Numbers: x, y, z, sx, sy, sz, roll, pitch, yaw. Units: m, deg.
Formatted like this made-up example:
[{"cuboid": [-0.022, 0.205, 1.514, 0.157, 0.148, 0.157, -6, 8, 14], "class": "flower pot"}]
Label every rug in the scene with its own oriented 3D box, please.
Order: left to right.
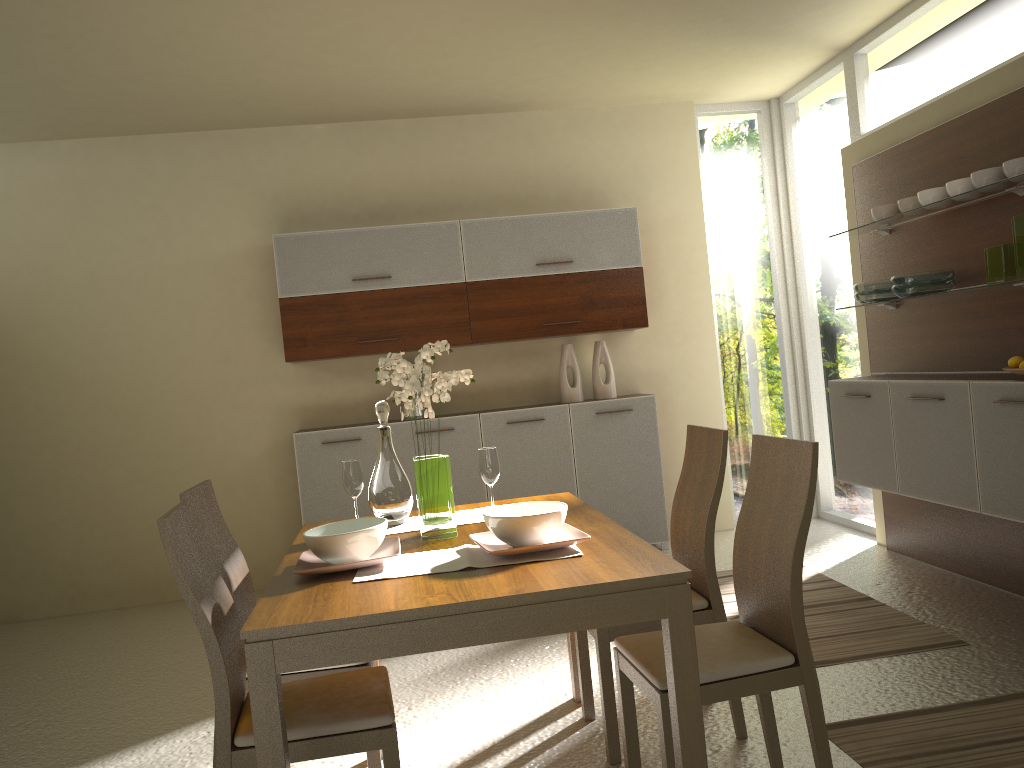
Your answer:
[{"cuboid": [1.322, 1.078, 4.301, 0.842, 0.007, 1.613, -6, 1, -7], "class": "rug"}, {"cuboid": [1.524, 1.101, 2.211, 0.843, 0.010, 1.613, -6, 1, -7], "class": "rug"}]

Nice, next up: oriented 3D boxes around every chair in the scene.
[{"cuboid": [-0.706, 0.802, 2.839, 0.507, 1.017, 0.404, -6, 1, -7], "class": "chair"}, {"cuboid": [-0.576, 0.799, 2.328, 0.507, 1.017, 0.404, -6, 1, -11], "class": "chair"}, {"cuboid": [0.482, 0.679, 3.043, 0.507, 1.017, 0.404, -6, 1, -8], "class": "chair"}, {"cuboid": [0.574, 0.682, 2.459, 0.507, 1.017, 0.404, -6, 1, -10], "class": "chair"}]

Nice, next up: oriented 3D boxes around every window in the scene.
[{"cuboid": [-0.600, -0.219, 3.775, 6.429, 3.000, 4.466, -6, 1, -10], "class": "window"}]

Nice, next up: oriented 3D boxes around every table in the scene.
[{"cuboid": [-0.140, 0.863, 2.654, 1.000, 0.790, 1.411, -6, 1, -8], "class": "table"}]

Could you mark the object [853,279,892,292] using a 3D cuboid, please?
[{"cuboid": [1.953, -0.508, 4.675, 0.288, 0.068, 0.288, -5, 1, 41], "class": "object"}]

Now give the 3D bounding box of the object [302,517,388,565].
[{"cuboid": [-0.455, 0.441, 2.448, 0.232, 0.107, 0.233, -6, 1, 4], "class": "object"}]

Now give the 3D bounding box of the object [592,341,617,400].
[{"cuboid": [0.602, -0.095, 5.900, 0.153, 0.384, 0.153, -5, 1, 26], "class": "object"}]

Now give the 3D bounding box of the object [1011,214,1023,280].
[{"cuboid": [2.098, -0.557, 3.571, 0.099, 0.259, 0.099, -6, 1, -8], "class": "object"}]

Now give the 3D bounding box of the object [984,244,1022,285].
[{"cuboid": [2.089, -0.507, 3.752, 0.111, 0.160, 0.112, -6, 1, -8], "class": "object"}]

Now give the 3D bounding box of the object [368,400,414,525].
[{"cuboid": [-0.428, 0.267, 3.050, 0.156, 0.426, 0.156, -5, 1, 34], "class": "object"}]

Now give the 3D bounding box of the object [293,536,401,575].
[{"cuboid": [-0.448, 0.481, 2.449, 0.283, 0.041, 0.283, -6, 1, -8], "class": "object"}]

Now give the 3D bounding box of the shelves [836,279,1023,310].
[{"cuboid": [2.115, -0.425, 3.792, 0.255, 0.008, 2.463, -6, 1, -8], "class": "shelves"}]

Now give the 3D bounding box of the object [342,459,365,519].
[{"cuboid": [-0.537, 0.376, 3.026, 0.075, 0.232, 0.075, -5, 1, 41], "class": "object"}]

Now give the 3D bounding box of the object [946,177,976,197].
[{"cuboid": [2.038, -0.875, 3.978, 0.163, 0.077, 0.163, -5, 1, 34], "class": "object"}]

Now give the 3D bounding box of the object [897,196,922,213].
[{"cuboid": [1.993, -0.878, 4.376, 0.163, 0.077, 0.163, -5, 1, 41], "class": "object"}]

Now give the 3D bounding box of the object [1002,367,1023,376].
[{"cuboid": [2.135, -0.051, 3.509, 0.337, 0.053, 0.337, -5, 1, 24], "class": "object"}]

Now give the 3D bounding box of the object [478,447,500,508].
[{"cuboid": [-0.073, 0.333, 3.016, 0.075, 0.232, 0.075, -5, 1, 41], "class": "object"}]

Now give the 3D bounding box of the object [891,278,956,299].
[{"cuboid": [2.009, -0.464, 4.332, 0.288, 0.068, 0.288, -5, 1, 41], "class": "object"}]

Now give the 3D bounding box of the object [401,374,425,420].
[{"cuboid": [-0.634, 0.072, 5.723, 0.181, 0.305, 0.150, -6, 1, -1], "class": "object"}]

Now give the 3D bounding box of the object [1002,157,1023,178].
[{"cuboid": [2.085, -0.872, 3.598, 0.163, 0.077, 0.163, -5, 1, 41], "class": "object"}]

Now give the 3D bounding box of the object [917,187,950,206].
[{"cuboid": [1.999, -0.875, 4.174, 0.163, 0.077, 0.163, -5, 1, 41], "class": "object"}]

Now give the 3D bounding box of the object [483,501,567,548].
[{"cuboid": [0.040, 0.390, 2.423, 0.233, 0.101, 0.233, -6, 1, -19], "class": "object"}]

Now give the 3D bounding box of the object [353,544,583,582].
[{"cuboid": [-0.120, 0.464, 2.390, 0.589, 0.010, 0.287, -6, 1, -4], "class": "object"}]

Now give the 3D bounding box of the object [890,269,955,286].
[{"cuboid": [2.005, -0.506, 4.331, 0.288, 0.068, 0.288, -5, 1, 41], "class": "object"}]

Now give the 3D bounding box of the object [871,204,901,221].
[{"cuboid": [1.943, -0.877, 4.576, 0.163, 0.077, 0.163, -5, 1, 41], "class": "object"}]

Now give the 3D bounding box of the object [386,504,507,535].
[{"cuboid": [-0.280, 0.468, 3.034, 0.589, 0.010, 0.287, -6, 1, -11], "class": "object"}]

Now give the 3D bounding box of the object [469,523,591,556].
[{"cuboid": [0.044, 0.431, 2.424, 0.283, 0.033, 0.283, -6, 1, -14], "class": "object"}]

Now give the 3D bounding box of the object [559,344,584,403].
[{"cuboid": [0.383, -0.072, 5.870, 0.153, 0.384, 0.153, -5, 1, 26], "class": "object"}]

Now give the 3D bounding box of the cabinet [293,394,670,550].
[{"cuboid": [-0.178, 0.691, 5.776, 2.318, 1.018, 0.372, -6, 1, -8], "class": "cabinet"}]

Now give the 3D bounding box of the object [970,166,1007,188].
[{"cuboid": [2.050, -0.872, 3.783, 0.163, 0.077, 0.163, -5, 1, 41], "class": "object"}]

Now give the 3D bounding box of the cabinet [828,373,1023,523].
[{"cuboid": [2.125, 0.255, 3.797, 0.372, 0.570, 2.463, -6, 1, -8], "class": "cabinet"}]

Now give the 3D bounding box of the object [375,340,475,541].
[{"cuboid": [-0.252, 0.171, 2.749, 0.304, 0.608, 0.302, -6, 1, -4], "class": "object"}]

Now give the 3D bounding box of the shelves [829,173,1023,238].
[{"cuboid": [2.074, -0.832, 3.784, 0.255, 0.008, 2.463, -6, 1, -8], "class": "shelves"}]

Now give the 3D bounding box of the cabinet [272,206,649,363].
[{"cuboid": [-0.312, -0.644, 5.749, 2.318, 0.789, 0.372, -6, 1, -8], "class": "cabinet"}]

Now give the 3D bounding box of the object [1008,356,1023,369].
[{"cuboid": [2.121, -0.105, 3.523, 0.230, 0.139, 0.259, -7, 1, -38], "class": "object"}]

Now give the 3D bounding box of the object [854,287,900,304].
[{"cuboid": [1.958, -0.465, 4.676, 0.288, 0.068, 0.288, -5, 1, 41], "class": "object"}]
